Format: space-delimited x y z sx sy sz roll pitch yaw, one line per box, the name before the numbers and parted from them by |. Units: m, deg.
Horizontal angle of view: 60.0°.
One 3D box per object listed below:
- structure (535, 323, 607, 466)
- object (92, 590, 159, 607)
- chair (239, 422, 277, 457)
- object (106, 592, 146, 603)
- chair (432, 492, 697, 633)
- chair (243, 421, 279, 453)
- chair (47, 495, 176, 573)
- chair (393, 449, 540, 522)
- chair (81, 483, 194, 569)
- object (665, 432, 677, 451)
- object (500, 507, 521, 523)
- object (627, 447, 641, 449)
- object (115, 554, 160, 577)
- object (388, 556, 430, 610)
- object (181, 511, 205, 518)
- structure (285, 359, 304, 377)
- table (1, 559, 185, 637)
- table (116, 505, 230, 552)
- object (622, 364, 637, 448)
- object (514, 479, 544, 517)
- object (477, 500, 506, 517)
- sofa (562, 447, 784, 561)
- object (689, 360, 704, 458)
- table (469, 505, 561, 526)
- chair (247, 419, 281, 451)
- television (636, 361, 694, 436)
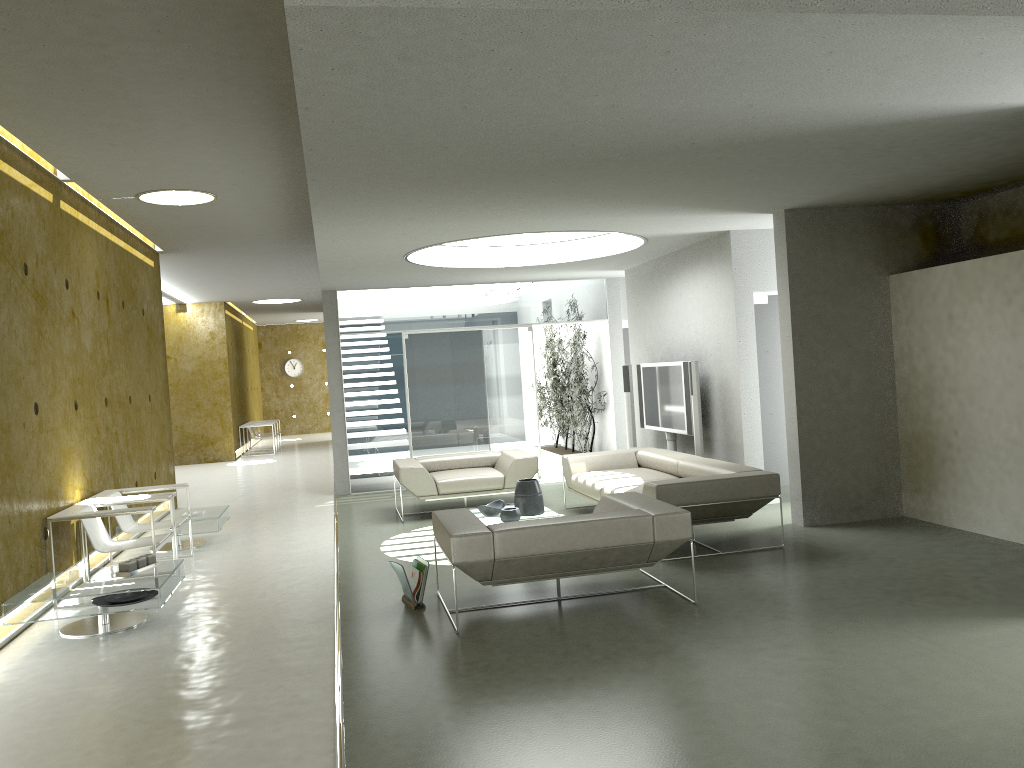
structure | 0.758 -0.070 14.090 0.646 2.589 3.371 -4 1 -12
object | -2.483 1.385 5.706 0.394 0.027 0.394 -4 1 -28
chair | -5.618 1.228 19.653 0.710 0.667 0.800 -4 1 -11
object | -2.483 1.382 5.706 0.239 0.027 0.239 -4 1 6
chair | 0.286 1.101 5.745 1.481 0.583 1.039 -4 1 -11
chair | -5.787 1.226 20.493 0.710 0.667 0.800 -4 1 -11
chair | -3.029 1.263 6.797 0.710 0.667 0.800 -4 1 -11
chair | -0.524 1.090 9.763 1.481 0.583 1.039 -4 1 -11
chair | -3.198 1.261 7.636 0.710 0.667 0.800 -4 1 -11
object | 1.746 0.882 9.969 0.323 0.689 0.882 -4 1 -11
object | -0.014 1.126 7.602 0.177 0.113 0.177 -4 1 -31
object | 1.490 1.002 10.691 0.175 0.461 0.185 -4 1 -17
object | -2.555 1.228 6.056 0.118 0.097 0.326 -4 1 14
object | -0.676 1.311 5.860 0.216 0.288 0.329 -4 1 -21
object | -3.069 1.257 8.549 0.197 0.029 0.189 -4 1 -11
structure | -6.428 -0.474 26.201 0.547 0.539 0.016 -4 1 -11
table | -2.702 1.441 5.851 0.900 0.300 0.900 -4 1 -11
table | -3.264 1.433 8.643 0.900 0.300 0.900 -4 1 -11
object | 1.490 0.490 11.087 0.310 1.469 0.310 -4 1 16
object | 0.148 1.011 7.924 0.265 0.309 0.265 -4 1 -28
object | -0.182 1.126 7.960 0.223 0.125 0.317 -3 1 25
sofa | 1.297 0.994 8.064 1.037 0.585 2.791 -4 1 -11
object | 1.867 0.500 8.879 0.310 1.469 0.310 -4 1 -34
table | 0.020 1.277 7.812 0.790 0.200 1.500 -4 1 -11
chair | -5.956 1.224 21.332 0.710 0.667 0.800 -4 1 -11
television | 1.750 0.146 9.968 0.127 0.781 1.603 -4 1 -11
